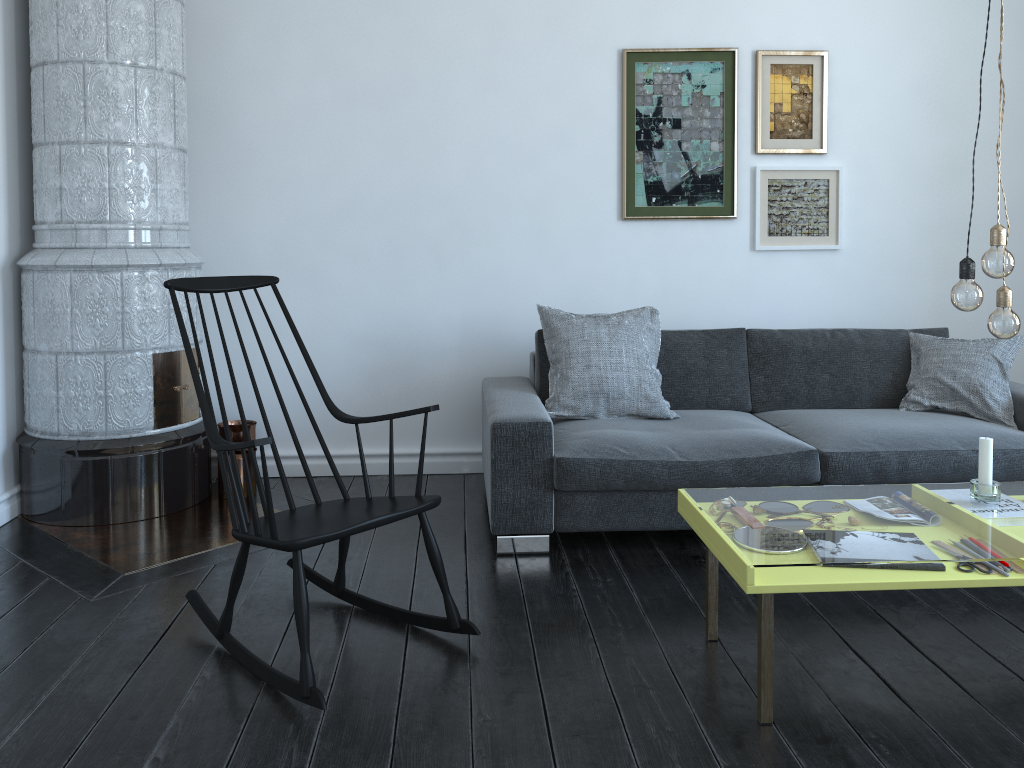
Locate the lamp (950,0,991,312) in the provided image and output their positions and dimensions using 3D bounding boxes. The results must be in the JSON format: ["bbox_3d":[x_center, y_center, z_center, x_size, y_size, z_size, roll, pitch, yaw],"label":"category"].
[{"bbox_3d":[1.136,-0.924,2.163,0.074,1.489,0.086,-2,3,-42],"label":"lamp"}]

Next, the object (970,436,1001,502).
[{"bbox_3d":[1.297,0.229,2.411,0.075,0.172,0.075,2,4,31],"label":"object"}]

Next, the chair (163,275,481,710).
[{"bbox_3d":[-0.598,0.207,2.490,0.909,0.999,0.615,5,6,41],"label":"chair"}]

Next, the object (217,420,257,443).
[{"bbox_3d":[-1.262,0.322,4.051,0.173,0.279,0.177,0,4,-4],"label":"object"}]

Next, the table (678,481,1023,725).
[{"bbox_3d":[1.193,0.537,2.274,1.400,0.397,0.607,-1,7,-4],"label":"table"}]

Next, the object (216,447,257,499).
[{"bbox_3d":[-1.210,0.390,3.876,0.174,0.198,0.173,-1,5,-14],"label":"object"}]

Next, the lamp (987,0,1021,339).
[{"bbox_3d":[1.235,-0.855,2.186,0.074,1.489,0.089,1,3,20],"label":"lamp"}]

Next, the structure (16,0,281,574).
[{"bbox_3d":[-1.522,-0.911,3.600,1.273,2.873,0.781,3,4,41],"label":"structure"}]

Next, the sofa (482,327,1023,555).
[{"bbox_3d":[1.074,0.155,3.654,2.372,0.719,1.096,-1,7,-4],"label":"sofa"}]

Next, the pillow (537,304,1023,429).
[{"bbox_3d":[1.133,-0.098,3.756,2.054,0.490,0.483,0,6,1],"label":"pillow"}]

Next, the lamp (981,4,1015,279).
[{"bbox_3d":[1.201,-1.004,2.153,0.074,1.489,0.074,2,3,43],"label":"lamp"}]
